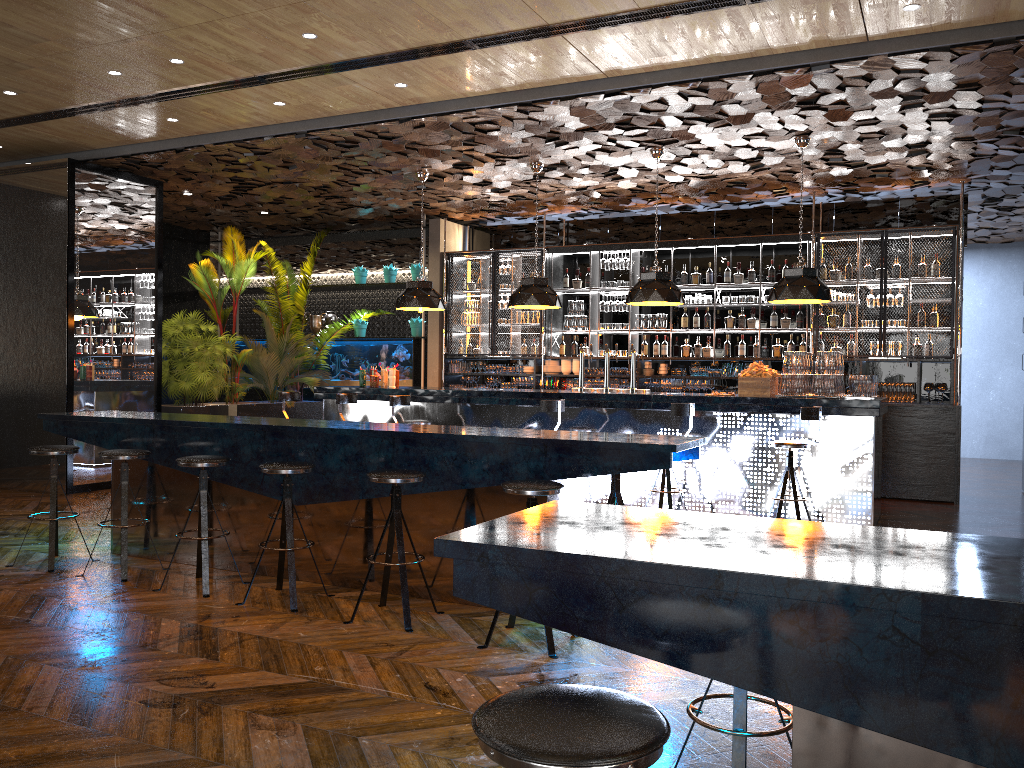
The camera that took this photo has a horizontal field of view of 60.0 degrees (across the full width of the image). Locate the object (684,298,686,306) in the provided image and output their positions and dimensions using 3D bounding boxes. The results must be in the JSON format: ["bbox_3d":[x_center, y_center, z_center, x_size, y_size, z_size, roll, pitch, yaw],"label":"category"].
[{"bbox_3d":[2.291,-1.079,11.681,0.089,0.092,0.089,1,1,-2],"label":"object"}]

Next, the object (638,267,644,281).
[{"bbox_3d":[1.744,-1.418,11.834,0.123,0.279,0.123,1,1,15],"label":"object"}]

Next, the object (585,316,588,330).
[{"bbox_3d":[1.006,-0.838,12.295,0.105,0.209,0.105,0,1,-19],"label":"object"}]

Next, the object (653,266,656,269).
[{"bbox_3d":[1.885,-1.418,11.764,0.083,0.282,0.083,1,1,11],"label":"object"}]

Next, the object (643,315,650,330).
[{"bbox_3d":[1.795,-0.822,11.871,0.105,0.209,0.105,0,1,-19],"label":"object"}]

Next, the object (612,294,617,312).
[{"bbox_3d":[1.398,-1.107,12.084,0.092,0.244,0.092,1,1,-13],"label":"object"}]

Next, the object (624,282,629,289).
[{"bbox_3d":[1.566,-1.337,12.041,0.089,0.092,0.089,1,1,-6],"label":"object"}]

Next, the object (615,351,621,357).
[{"bbox_3d":[1.435,-0.404,12.016,0.089,0.092,0.089,1,1,37],"label":"object"}]

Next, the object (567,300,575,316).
[{"bbox_3d":[0.818,-1.049,12.273,0.105,0.209,0.105,0,1,-19],"label":"object"}]

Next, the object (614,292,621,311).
[{"bbox_3d":[1.416,-1.104,11.893,0.092,0.244,0.092,1,1,-13],"label":"object"}]

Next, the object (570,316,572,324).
[{"bbox_3d":[0.805,-0.843,12.412,0.105,0.209,0.105,0,1,-19],"label":"object"}]

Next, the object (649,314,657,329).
[{"bbox_3d":[1.871,-0.819,11.736,0.105,0.209,0.105,0,1,-19],"label":"object"}]

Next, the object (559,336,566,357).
[{"bbox_3d":[0.704,-0.522,12.350,0.086,0.299,0.086,1,1,-15],"label":"object"}]

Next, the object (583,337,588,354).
[{"bbox_3d":[1.009,-0.505,12.181,0.123,0.279,0.123,1,1,40],"label":"object"}]

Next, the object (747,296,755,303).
[{"bbox_3d":[3.012,-1.062,11.176,0.089,0.092,0.089,0,1,-20],"label":"object"}]

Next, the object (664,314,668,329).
[{"bbox_3d":[2.016,-0.817,11.759,0.105,0.209,0.105,0,1,-19],"label":"object"}]

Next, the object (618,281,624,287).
[{"bbox_3d":[1.458,-1.337,11.889,0.089,0.092,0.089,1,1,-6],"label":"object"}]

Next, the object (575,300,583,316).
[{"bbox_3d":[0.927,-1.047,12.230,0.105,0.209,0.105,0,1,-19],"label":"object"}]

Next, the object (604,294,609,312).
[{"bbox_3d":[1.299,-1.109,12.132,0.092,0.244,0.092,1,1,-13],"label":"object"}]

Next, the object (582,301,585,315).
[{"bbox_3d":[0.963,-1.048,12.314,0.105,0.209,0.105,0,1,-19],"label":"object"}]

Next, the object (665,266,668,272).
[{"bbox_3d":[2.035,-1.415,11.692,0.083,0.282,0.083,1,1,41],"label":"object"}]

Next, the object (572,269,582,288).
[{"bbox_3d":[0.900,-1.442,12.226,0.123,0.279,0.123,1,1,15],"label":"object"}]

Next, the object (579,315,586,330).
[{"bbox_3d":[0.970,-0.837,12.189,0.105,0.209,0.105,0,1,-19],"label":"object"}]

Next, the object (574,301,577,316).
[{"bbox_3d":[0.862,-1.050,12.376,0.105,0.209,0.105,0,1,-19],"label":"object"}]

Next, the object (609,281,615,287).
[{"bbox_3d":[1.351,-1.340,11.997,0.089,0.092,0.089,1,1,-6],"label":"object"}]

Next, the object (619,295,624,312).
[{"bbox_3d":[1.488,-1.105,12.041,0.092,0.244,0.092,1,1,-13],"label":"object"}]

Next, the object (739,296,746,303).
[{"bbox_3d":[2.908,-1.064,11.188,0.089,0.092,0.089,1,1,-11],"label":"object"}]

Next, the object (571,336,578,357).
[{"bbox_3d":[0.863,-0.519,12.239,0.086,0.297,0.086,0,1,-30],"label":"object"}]

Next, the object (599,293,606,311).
[{"bbox_3d":[1.228,-1.108,11.984,0.092,0.244,0.092,1,1,-13],"label":"object"}]

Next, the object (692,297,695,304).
[{"bbox_3d":[2.385,-1.097,11.622,0.089,0.092,0.089,0,1,-38],"label":"object"}]

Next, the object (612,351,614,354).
[{"bbox_3d":[1.354,-0.407,12.149,0.089,0.092,0.089,1,1,-2],"label":"object"}]

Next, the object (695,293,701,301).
[{"bbox_3d":[2.408,-1.123,11.478,0.089,0.092,0.089,1,1,22],"label":"object"}]

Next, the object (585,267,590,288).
[{"bbox_3d":[1.047,-1.450,12.174,0.086,0.299,0.086,1,1,-15],"label":"object"}]

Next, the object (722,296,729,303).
[{"bbox_3d":[2.720,-1.068,11.293,0.089,0.092,0.089,1,1,-2],"label":"object"}]

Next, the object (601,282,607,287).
[{"bbox_3d":[1.252,-1.342,12.070,0.089,0.092,0.089,1,1,-6],"label":"object"}]

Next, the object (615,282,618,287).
[{"bbox_3d":[1.449,-1.340,12.085,0.089,0.092,0.089,1,1,37],"label":"object"}]

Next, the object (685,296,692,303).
[{"bbox_3d":[2.287,-1.096,11.494,0.089,0.092,0.089,0,1,-22],"label":"object"}]

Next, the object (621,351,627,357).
[{"bbox_3d":[1.502,-0.402,11.913,0.089,0.092,0.089,1,1,37],"label":"object"}]

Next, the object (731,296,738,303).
[{"bbox_3d":[2.824,-1.066,11.256,0.089,0.092,0.089,1,1,-11],"label":"object"}]

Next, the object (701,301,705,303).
[{"bbox_3d":[2.490,-1.097,11.598,0.089,0.092,0.089,0,1,-38],"label":"object"}]

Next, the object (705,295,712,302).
[{"bbox_3d":[2.525,-1.092,11.388,0.089,0.092,0.089,1,1,17],"label":"object"}]

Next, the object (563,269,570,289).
[{"bbox_3d":[0.759,-1.457,12.344,0.086,0.298,0.086,1,1,-15],"label":"object"}]

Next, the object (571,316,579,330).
[{"bbox_3d":[0.871,-0.839,12.250,0.105,0.209,0.105,0,1,-19],"label":"object"}]

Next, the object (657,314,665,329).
[{"bbox_3d":[1.959,-0.817,11.667,0.105,0.209,0.105,0,1,-19],"label":"object"}]

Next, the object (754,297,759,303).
[{"bbox_3d":[3.094,-1.063,11.291,0.089,0.092,0.089,1,1,0],"label":"object"}]

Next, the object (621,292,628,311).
[{"bbox_3d":[1.509,-1.102,11.847,0.092,0.244,0.092,1,1,-13],"label":"object"}]

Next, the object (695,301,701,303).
[{"bbox_3d":[2.408,-1.096,11.478,0.089,0.092,0.089,1,1,15],"label":"object"}]

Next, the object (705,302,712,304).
[{"bbox_3d":[2.525,-1.071,11.389,0.089,0.092,0.089,0,1,-38],"label":"object"}]

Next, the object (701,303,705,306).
[{"bbox_3d":[2.490,-1.075,11.599,0.089,0.092,0.089,0,1,-38],"label":"object"}]

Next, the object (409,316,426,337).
[{"bbox_3d":[-1.420,-0.855,13.280,0.265,0.325,0.245,1,1,20],"label":"object"}]

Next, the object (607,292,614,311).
[{"bbox_3d":[1.327,-1.106,11.936,0.092,0.244,0.092,1,1,-13],"label":"object"}]

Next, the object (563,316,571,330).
[{"bbox_3d":[0.764,-0.841,12.301,0.105,0.209,0.105,0,1,-19],"label":"object"}]

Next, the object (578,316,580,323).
[{"bbox_3d":[0.912,-0.840,12.352,0.105,0.209,0.105,0,1,-19],"label":"object"}]

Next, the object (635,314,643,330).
[{"bbox_3d":[1.688,-0.822,11.795,0.105,0.209,0.105,0,1,-19],"label":"object"}]

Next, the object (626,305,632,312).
[{"bbox_3d":[1.581,-1.104,11.996,0.092,0.244,0.092,1,1,-13],"label":"object"}]
